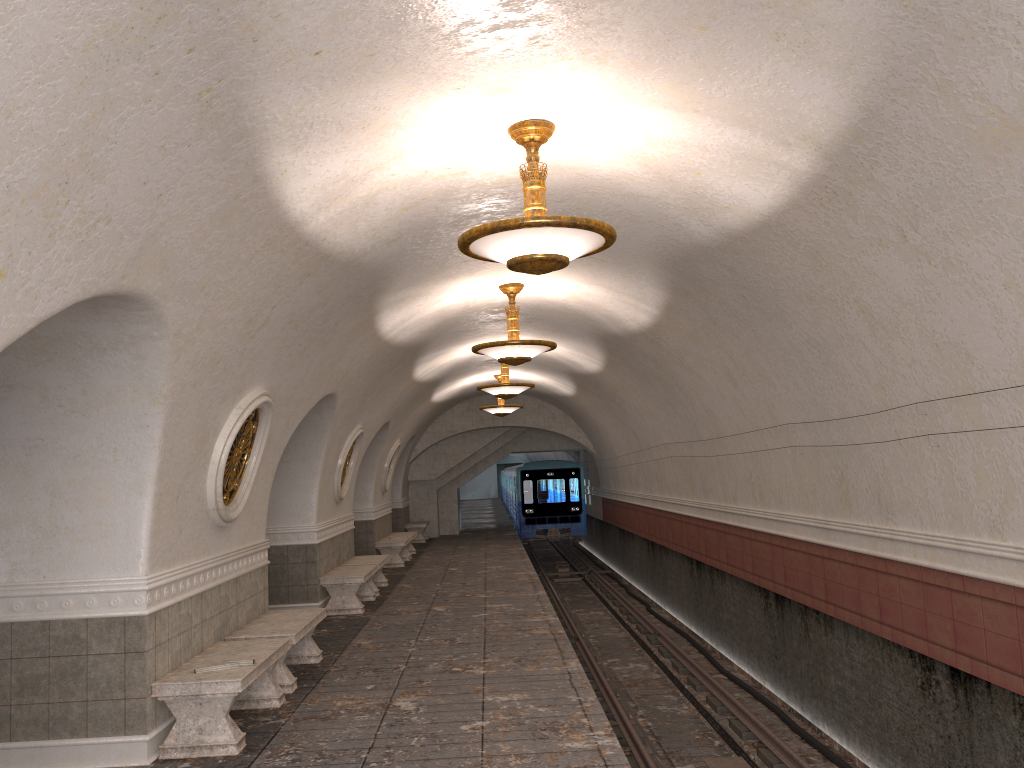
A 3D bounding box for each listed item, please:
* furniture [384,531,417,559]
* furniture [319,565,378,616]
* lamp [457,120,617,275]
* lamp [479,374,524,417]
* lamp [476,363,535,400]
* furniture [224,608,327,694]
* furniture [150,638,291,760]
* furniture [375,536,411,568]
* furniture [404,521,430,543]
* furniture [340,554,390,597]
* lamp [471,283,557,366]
[{"bbox_3d":[-2.524,3.696,20.313,0.613,0.508,1.509,-2,-6,-2],"label":"furniture"},{"bbox_3d":[-2.313,2.937,12.710,0.613,0.508,1.509,-2,-6,-2],"label":"furniture"},{"bbox_3d":[0.146,-1.164,5.660,1.008,0.955,1.008,-1,-6,-18],"label":"lamp"},{"bbox_3d":[-0.253,0.275,20.070,1.008,0.955,1.008,-8,-8,44],"label":"lamp"},{"bbox_3d":[-0.120,-0.205,15.266,1.008,0.955,1.008,-4,-6,14],"label":"lamp"},{"bbox_3d":[-2.194,2.506,8.394,0.613,0.508,1.509,-2,-6,-2],"label":"furniture"},{"bbox_3d":[-2.147,2.339,6.721,0.613,0.508,1.509,-2,-6,-2],"label":"furniture"},{"bbox_3d":[-2.478,3.529,18.641,0.613,0.508,1.509,-2,-6,-2],"label":"furniture"},{"bbox_3d":[-2.651,4.155,24.910,0.613,0.508,1.509,-2,-6,-2],"label":"furniture"},{"bbox_3d":[-2.360,3.104,14.383,0.613,0.508,1.509,-2,-6,-2],"label":"furniture"},{"bbox_3d":[0.013,-0.684,10.464,1.008,0.955,1.008,-4,-6,14],"label":"lamp"}]
